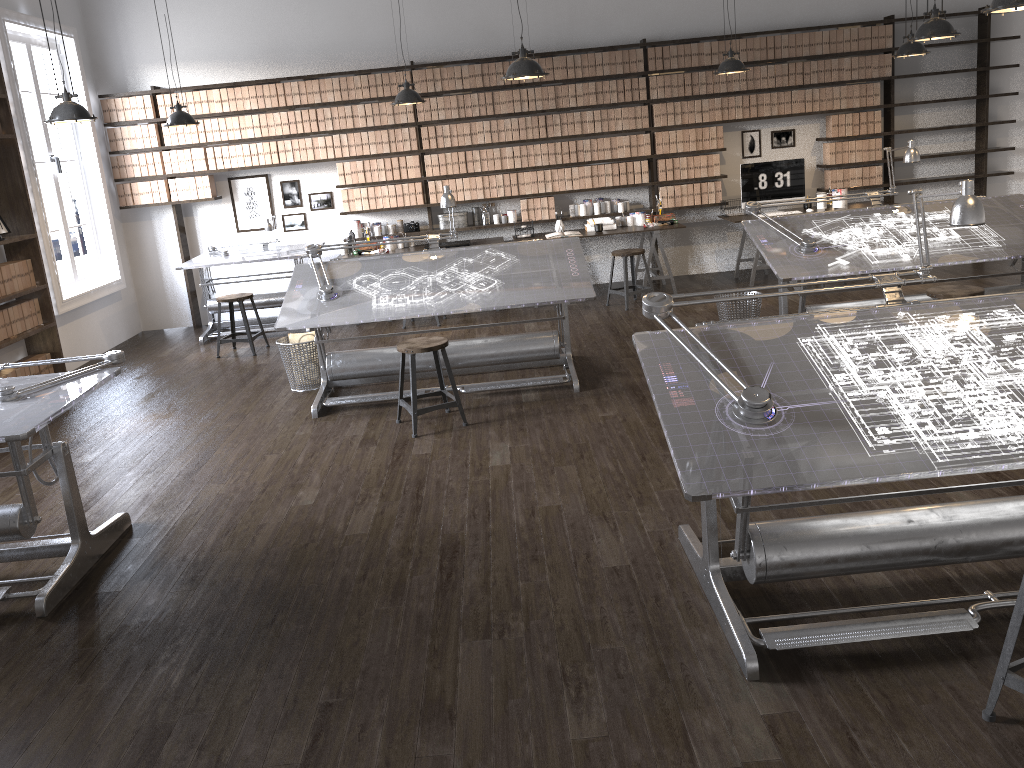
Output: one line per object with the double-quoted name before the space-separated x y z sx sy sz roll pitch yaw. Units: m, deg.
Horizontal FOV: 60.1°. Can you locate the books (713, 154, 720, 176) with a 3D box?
"books" 2.093 -2.259 9.139 0.067 0.223 0.176 -6 14 0

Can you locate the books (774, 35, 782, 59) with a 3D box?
"books" 2.648 -3.378 8.903 0.067 0.223 0.176 -6 14 0

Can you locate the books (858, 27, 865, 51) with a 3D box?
"books" 3.481 -3.458 8.903 0.067 0.223 0.176 -6 14 0

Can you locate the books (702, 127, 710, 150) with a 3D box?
"books" 1.972 -2.514 9.080 0.067 0.223 0.176 -6 14 0

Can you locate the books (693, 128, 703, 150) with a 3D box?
"books" 1.901 -2.507 9.080 0.067 0.223 0.176 -6 14 0

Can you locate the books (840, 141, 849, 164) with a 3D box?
"books" 3.414 -2.390 9.153 0.067 0.223 0.176 -6 14 0

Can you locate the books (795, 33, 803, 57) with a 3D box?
"books" 2.860 -3.398 8.904 0.067 0.223 0.176 -6 14 0

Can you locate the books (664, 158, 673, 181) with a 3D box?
"books" 1.610 -2.211 9.134 0.067 0.223 0.176 -6 14 0

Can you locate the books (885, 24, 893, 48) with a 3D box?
"books" 3.757 -3.486 8.908 0.067 0.223 0.176 -6 14 0

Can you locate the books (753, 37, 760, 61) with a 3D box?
"books" 2.434 -3.356 8.899 0.067 0.223 0.176 -6 14 0

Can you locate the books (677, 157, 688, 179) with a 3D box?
"books" 1.756 -2.225 9.136 0.067 0.223 0.176 -6 14 0

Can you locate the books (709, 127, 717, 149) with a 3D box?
"books" 2.042 -2.520 9.077 0.067 0.223 0.176 -6 14 0

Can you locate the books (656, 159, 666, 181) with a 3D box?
"books" 1.536 -2.205 9.139 0.067 0.223 0.176 -6 14 0

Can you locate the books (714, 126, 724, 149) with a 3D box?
"books" 2.113 -2.528 9.082 0.067 0.223 0.176 -6 14 0

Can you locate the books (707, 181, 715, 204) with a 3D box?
"books" 2.055 -1.986 9.199 0.067 0.223 0.176 -6 14 0

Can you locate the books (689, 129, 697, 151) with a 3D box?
"books" 1.834 -2.499 9.073 0.067 0.223 0.176 -6 14 0

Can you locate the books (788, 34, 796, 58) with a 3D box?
"books" 2.789 -3.392 8.904 0.067 0.223 0.176 -6 14 0

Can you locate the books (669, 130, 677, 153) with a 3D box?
"books" 1.633 -2.479 9.073 0.067 0.223 0.176 -6 14 0

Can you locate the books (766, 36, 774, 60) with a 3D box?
"books" 2.573 -3.369 8.897 0.067 0.223 0.176 -6 14 0

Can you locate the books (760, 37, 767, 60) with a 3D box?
"books" 2.499 -3.363 8.902 0.067 0.223 0.176 -6 14 0

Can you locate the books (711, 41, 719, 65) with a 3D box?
"books" 2.018 -3.314 8.893 0.067 0.223 0.176 -6 14 0

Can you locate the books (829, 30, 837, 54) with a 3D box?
"books" 3.198 -3.432 8.906 0.067 0.223 0.176 -6 14 0

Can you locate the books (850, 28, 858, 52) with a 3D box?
"books" 3.409 -3.451 8.902 0.067 0.223 0.176 -6 14 0

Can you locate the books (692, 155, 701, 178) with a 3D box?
"books" 1.897 -2.240 9.141 0.067 0.223 0.176 -6 14 0

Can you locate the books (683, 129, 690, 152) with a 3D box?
"books" 1.768 -2.493 9.078 0.067 0.223 0.176 -6 14 0

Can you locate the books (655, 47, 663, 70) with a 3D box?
"books" 1.464 -3.259 8.889 0.067 0.223 0.176 -6 14 0

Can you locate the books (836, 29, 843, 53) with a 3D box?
"books" 3.267 -3.439 8.908 0.067 0.223 0.176 -6 14 0

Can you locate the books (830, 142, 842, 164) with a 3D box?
"books" 3.344 -2.383 9.150 0.067 0.223 0.176 -6 14 0

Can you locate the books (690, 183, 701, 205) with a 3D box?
"books" 1.910 -1.972 9.197 0.067 0.223 0.176 -6 14 0

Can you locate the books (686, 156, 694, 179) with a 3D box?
"books" 1.826 -2.233 9.140 0.067 0.223 0.176 -6 14 0

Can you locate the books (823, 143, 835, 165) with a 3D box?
"books" 3.274 -2.375 9.146 0.067 0.223 0.176 -6 14 0

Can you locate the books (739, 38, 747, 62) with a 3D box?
"books" 2.299 -3.341 8.894 0.067 0.223 0.176 -6 14 0

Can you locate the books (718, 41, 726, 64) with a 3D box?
"books" 2.088 -3.322 8.898 0.067 0.223 0.176 -6 14 0

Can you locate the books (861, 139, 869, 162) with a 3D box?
"books" 3.621 -2.409 9.147 0.067 0.223 0.176 -6 14 0

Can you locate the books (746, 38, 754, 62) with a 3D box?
"books" 2.371 -3.349 8.894 0.067 0.223 0.176 -6 14 0

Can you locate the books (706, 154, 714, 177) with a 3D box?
"books" 2.030 -2.253 9.140 0.067 0.223 0.176 -6 14 0

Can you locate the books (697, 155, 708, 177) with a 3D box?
"books" 1.964 -2.245 9.135 0.067 0.223 0.176 -6 14 0

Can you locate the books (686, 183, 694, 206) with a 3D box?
"books" 1.836 -1.966 9.202 0.067 0.223 0.176 -6 14 0

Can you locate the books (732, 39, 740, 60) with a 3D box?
"books" 2.227 -3.335 8.897 0.067 0.223 0.176 -6 14 0

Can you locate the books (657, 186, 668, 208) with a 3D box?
"books" 1.564 -1.938 9.197 0.067 0.223 0.176 -6 14 0

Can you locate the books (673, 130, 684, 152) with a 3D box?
"books" 1.705 -2.487 9.076 0.067 0.223 0.176 -6 14 0

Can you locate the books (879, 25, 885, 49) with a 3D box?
"books" 3.687 -3.481 8.911 0.067 0.223 0.176 -6 14 0

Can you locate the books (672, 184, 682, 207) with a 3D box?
"books" 1.708 -1.951 9.195 0.067 0.223 0.176 -6 14 0

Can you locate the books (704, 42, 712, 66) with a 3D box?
"books" 1.946 -3.307 8.895 0.067 0.223 0.176 -6 14 0

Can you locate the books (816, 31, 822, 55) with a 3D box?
"books" 3.056 -3.417 8.903 0.067 0.223 0.176 -6 14 0

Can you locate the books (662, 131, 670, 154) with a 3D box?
"books" 1.563 -2.473 9.076 0.067 0.223 0.176 -6 14 0

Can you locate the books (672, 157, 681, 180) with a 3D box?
"books" 1.685 -2.219 9.140 0.067 0.223 0.176 -6 14 0

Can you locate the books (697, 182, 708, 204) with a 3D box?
"books" 1.984 -1.981 9.203 0.067 0.223 0.176 -6 14 0

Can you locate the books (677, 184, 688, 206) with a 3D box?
"books" 1.771 -1.959 9.199 0.067 0.223 0.176 -6 14 0

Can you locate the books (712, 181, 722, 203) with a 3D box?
"books" 2.126 -1.994 9.204 0.067 0.223 0.176 -6 14 0

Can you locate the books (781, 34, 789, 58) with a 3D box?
"books" 2.719 -3.383 8.899 0.067 0.223 0.176 -6 14 0

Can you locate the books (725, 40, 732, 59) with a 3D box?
"books" 2.158 -3.329 8.900 0.067 0.223 0.176 -6 14 0

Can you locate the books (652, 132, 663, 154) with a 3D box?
"books" 1.493 -2.467 9.078 0.067 0.223 0.176 -6 14 0

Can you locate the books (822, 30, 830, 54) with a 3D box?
"books" 3.128 -3.424 8.901 0.067 0.223 0.176 -6 14 0

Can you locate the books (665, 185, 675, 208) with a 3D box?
"books" 1.636 -1.944 9.194 0.067 0.223 0.176 -6 14 0

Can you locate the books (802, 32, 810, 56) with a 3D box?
"books" 2.927 -3.403 8.899 0.067 0.223 0.176 -6 14 0

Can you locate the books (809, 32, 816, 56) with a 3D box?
"books" 2.993 -3.411 8.904 0.067 0.223 0.176 -6 14 0

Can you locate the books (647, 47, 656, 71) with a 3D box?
"books" 1.390 -3.253 8.894 0.067 0.223 0.176 -6 14 0
